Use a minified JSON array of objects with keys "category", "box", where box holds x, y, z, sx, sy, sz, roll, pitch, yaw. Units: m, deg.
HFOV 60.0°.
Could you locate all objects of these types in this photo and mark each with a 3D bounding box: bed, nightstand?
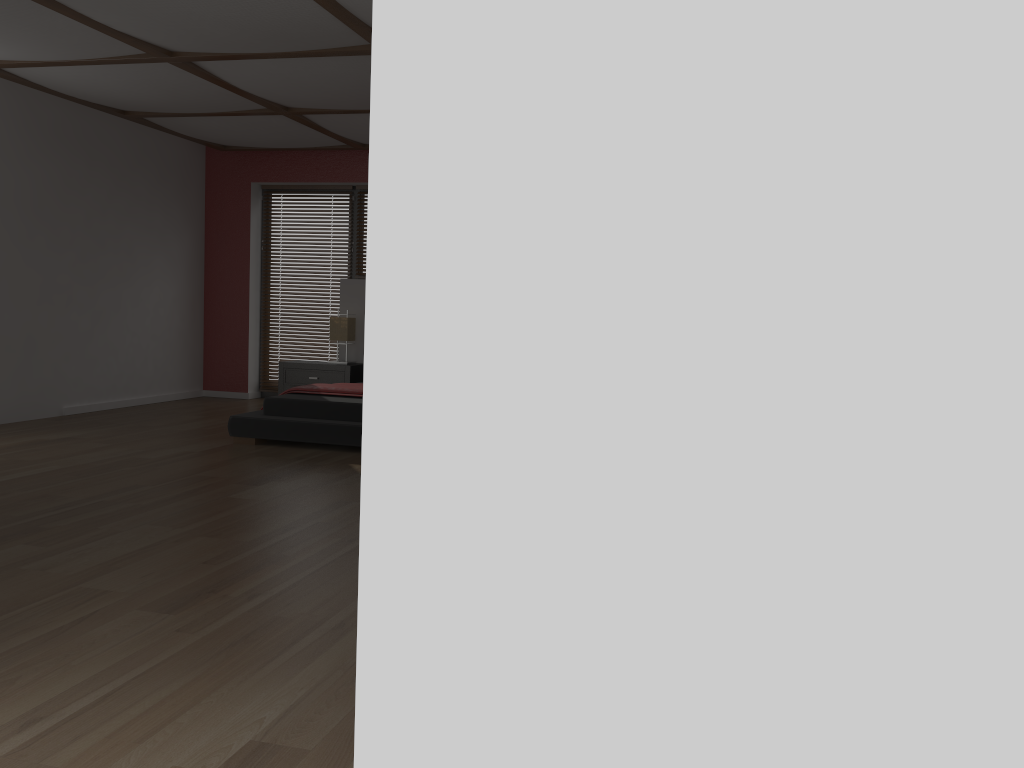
[{"category":"bed","box":[-0.666,0.083,6.824,2.469,0.577,2.413,3,5,14]},{"category":"nightstand","box":[-1.728,0.017,8.121,0.700,0.423,0.413,3,5,14]}]

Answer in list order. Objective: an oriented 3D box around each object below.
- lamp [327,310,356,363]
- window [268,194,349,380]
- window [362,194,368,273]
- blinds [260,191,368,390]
[{"category":"lamp","box":[-1.546,-0.436,8.086,0.200,0.480,0.200,3,5,14]},{"category":"window","box":[-2.006,-0.939,8.745,0.889,1.893,0.020,3,5,14]},{"category":"window","box":[-0.093,-1.370,8.232,2.817,0.786,0.020,3,5,14]},{"category":"blinds","box":[-0.135,-0.790,8.212,4.840,1.952,0.032,3,5,14]}]
